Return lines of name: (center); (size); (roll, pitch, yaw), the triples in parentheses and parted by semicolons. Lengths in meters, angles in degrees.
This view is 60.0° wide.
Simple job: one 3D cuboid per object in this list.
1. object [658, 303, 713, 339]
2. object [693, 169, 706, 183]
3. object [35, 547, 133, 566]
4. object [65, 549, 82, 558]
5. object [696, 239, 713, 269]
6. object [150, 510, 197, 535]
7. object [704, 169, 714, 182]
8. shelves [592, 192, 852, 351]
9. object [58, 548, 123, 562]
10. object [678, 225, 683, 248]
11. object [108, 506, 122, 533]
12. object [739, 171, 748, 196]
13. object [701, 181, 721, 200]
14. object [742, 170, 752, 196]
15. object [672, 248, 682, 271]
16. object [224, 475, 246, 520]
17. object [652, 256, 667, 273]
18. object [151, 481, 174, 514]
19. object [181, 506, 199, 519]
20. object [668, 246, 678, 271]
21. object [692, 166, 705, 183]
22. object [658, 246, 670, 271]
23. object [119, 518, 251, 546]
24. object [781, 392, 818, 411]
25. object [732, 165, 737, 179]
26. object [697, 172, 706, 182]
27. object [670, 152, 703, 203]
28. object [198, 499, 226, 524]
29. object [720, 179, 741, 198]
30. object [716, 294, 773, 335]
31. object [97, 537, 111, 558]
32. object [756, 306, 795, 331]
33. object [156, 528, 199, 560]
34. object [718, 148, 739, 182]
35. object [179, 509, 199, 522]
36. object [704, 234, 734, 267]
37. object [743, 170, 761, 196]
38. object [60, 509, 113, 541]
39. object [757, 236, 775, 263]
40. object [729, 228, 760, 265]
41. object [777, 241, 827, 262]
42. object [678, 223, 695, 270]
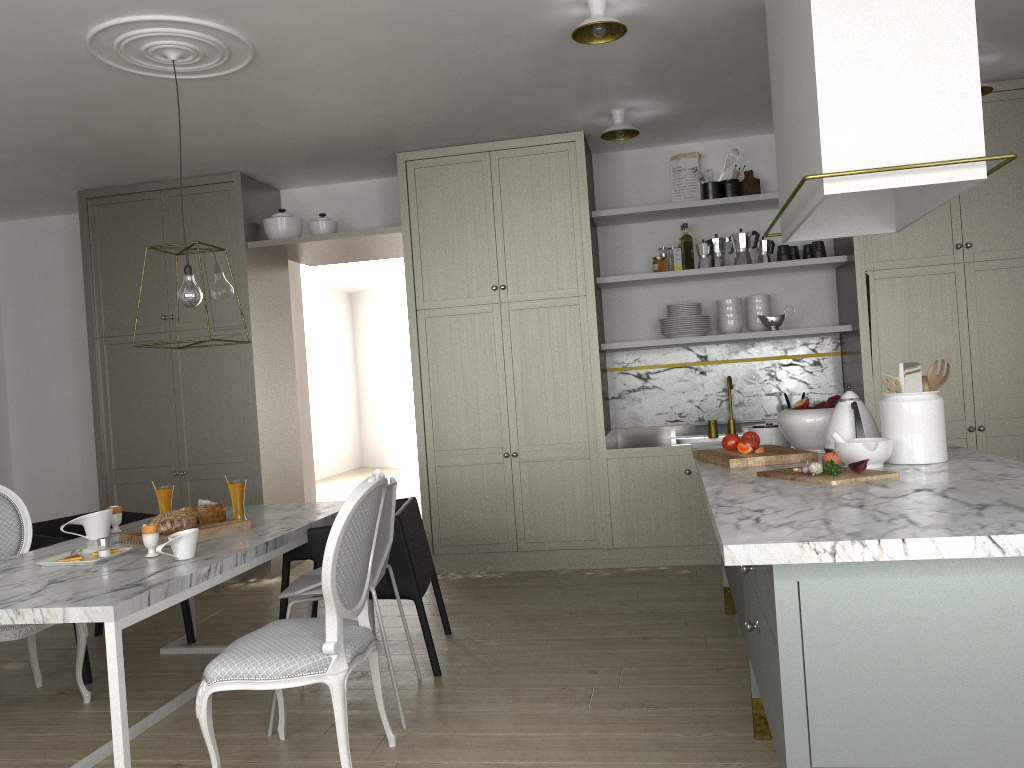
object: (0.980, -0.355, 5.027); (0.306, 0.195, 0.300); (-4, 0, 6)
object: (1.091, -1.113, 4.968); (0.132, 0.185, 0.039); (-4, 0, 1)
object: (-1.341, 0.544, 2.787); (0.212, 0.014, 0.212); (-4, 0, 10)
object: (-1.404, 0.546, 2.837); (0.032, 0.013, 0.132); (-4, 0, -15)
object: (1.066, -0.720, 4.918); (0.087, 0.167, 0.138); (-4, 0, 6)
object: (-1.167, 0.473, 3.057); (0.151, 0.075, 0.157); (-4, 0, -44)
object: (1.136, -1.161, 5.060); (0.050, 0.148, 0.085); (-4, 0, -18)
shelves: (1.161, -0.627, 5.019); (1.339, 0.775, 0.352); (-4, 0, 10)
object: (-1.331, 0.540, 2.787); (0.068, 0.014, 0.197); (-4, 0, 38)
object: (0.999, -0.775, 5.121); (0.066, 0.282, 0.066); (-4, 0, 0)
object: (-1.500, 0.509, 3.352); (0.050, 0.101, 0.050); (-4, 0, 6)
object: (1.338, -1.121, 5.044); (0.092, 0.185, 0.023); (-4, 0, 20)
object: (1.126, -1.072, 5.003); (0.108, 0.118, 0.108); (-4, 0, 1)
object: (1.350, -1.121, 5.024); (0.092, 0.183, 0.038); (-4, 0, 20)
object: (0.945, -0.700, 5.071); (0.044, 0.141, 0.077); (-4, 0, 5)
object: (-1.036, 0.435, 3.352); (0.071, 0.188, 0.071); (-4, 0, 31)
object: (0.841, -0.673, 5.059); (0.078, 0.101, 0.078); (-4, 0, -34)
object: (-1.296, 0.453, 3.315); (0.071, 0.188, 0.071); (-4, 0, 31)
object: (-1.166, 0.477, 3.193); (0.074, 0.067, 0.079); (-4, 0, -18)
object: (0.939, -0.715, 5.140); (0.059, 0.172, 0.059); (-4, 0, 37)
object: (1.061, -1.156, 4.998); (0.085, 0.148, 0.050); (-4, 0, 12)
object: (0.878, -0.711, 5.117); (0.059, 0.172, 0.059); (-4, 0, -17)
object: (-1.161, 0.524, 3.160); (0.260, 0.031, 0.360); (-4, 0, 40)
object: (1.610, 0.156, 4.898); (0.144, 0.229, 0.307); (-4, 0, -37)
object: (1.245, -1.126, 4.994); (0.023, 0.201, 0.083); (-4, 0, -25)
object: (1.114, -1.118, 5.047); (0.098, 0.199, 0.059); (-4, 0, 29)
object: (1.012, -1.169, 5.127); (0.183, 0.327, 0.074); (-4, 0, 19)
object: (-1.101, 0.463, 3.257); (0.090, 0.087, 0.086); (-4, 0, -13)
object: (1.236, -1.085, 5.025); (0.112, 0.128, 0.112); (-4, 0, -6)
object: (1.330, -0.391, 5.067); (0.309, 0.216, 0.149); (-4, 0, 3)
object: (-1.285, 0.514, 2.792); (0.036, 0.060, 0.036); (-4, 0, -39)
object: (1.455, -0.359, 4.896); (0.210, 0.135, 0.102); (-4, 0, 2)
object: (-0.993, 0.485, 2.655); (0.089, 0.085, 0.138); (-4, 0, 5)
object: (1.201, -1.214, 4.940); (0.135, 0.187, 0.070); (-4, 0, 13)
object: (-1.183, 0.483, 3.249); (0.072, 0.057, 0.083); (-4, 0, -14)
object: (1.181, -0.751, 5.045); (0.111, 0.212, 0.175); (-4, 0, -44)
object: (1.356, -1.121, 5.014); (0.092, 0.183, 0.038); (-4, 0, 20)
object: (-1.520, 0.512, 3.193); (0.110, 0.105, 0.170); (-4, 0, 30)
object: (1.418, -0.745, 4.983); (0.087, 0.167, 0.138); (-4, 0, 34)
object: (1.280, -0.758, 4.905); (0.111, 0.212, 0.175); (-4, 0, -19)
object: (1.601, -0.723, 4.912); (0.264, 0.098, 0.173); (-4, 0, 18)
object: (0.987, -0.774, 5.040); (0.082, 0.282, 0.089); (-4, 0, 5)
